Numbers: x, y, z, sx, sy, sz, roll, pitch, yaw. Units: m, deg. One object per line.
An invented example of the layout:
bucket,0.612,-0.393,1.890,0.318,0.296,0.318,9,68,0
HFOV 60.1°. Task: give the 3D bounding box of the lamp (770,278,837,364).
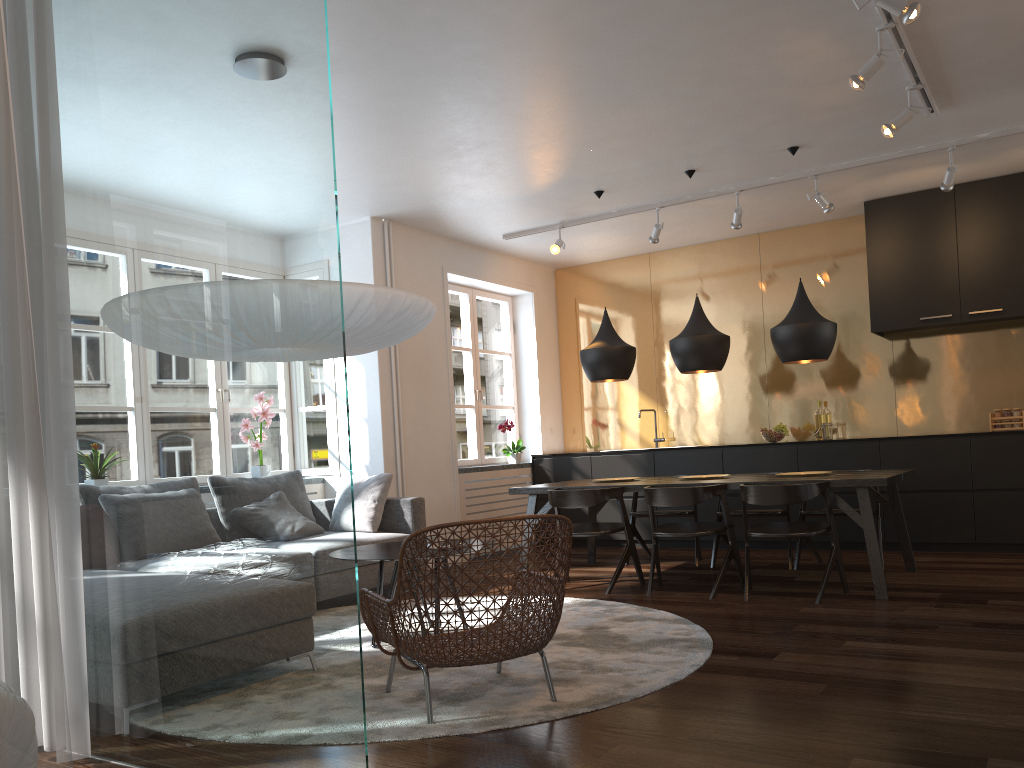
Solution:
lamp,1.872,-0.412,5.695,0.410,0.540,0.412,-3,-2,-10

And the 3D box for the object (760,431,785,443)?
object,2.233,0.451,7.545,0.218,0.097,0.219,-2,-4,-10

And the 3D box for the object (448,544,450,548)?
object,-0.321,0.825,4.520,0.026,0.010,0.124,-3,-4,-2

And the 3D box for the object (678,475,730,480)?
object,1.325,0.642,6.086,0.356,0.016,0.356,-4,-4,13

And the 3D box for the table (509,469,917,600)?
table,1.338,0.987,6.046,2.507,0.678,1.106,-6,-4,32

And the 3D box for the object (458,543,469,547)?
object,-0.235,0.815,4.478,0.015,0.015,0.168,-4,-4,19

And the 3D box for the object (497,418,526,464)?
object,0.006,0.545,8.440,0.230,0.436,0.406,-3,-2,8

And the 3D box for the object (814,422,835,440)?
object,2.652,0.397,7.498,0.177,0.151,0.088,-4,-1,10

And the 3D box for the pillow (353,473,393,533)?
pillow,-1.103,0.847,6.274,0.495,0.414,0.286,-5,-2,31

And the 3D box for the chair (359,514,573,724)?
chair,-0.161,0.842,3.349,0.717,0.709,0.688,-2,-2,-25

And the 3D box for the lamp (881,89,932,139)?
lamp,2.101,-1.444,4.724,0.251,0.239,0.085,-4,-1,14

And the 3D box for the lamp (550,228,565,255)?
lamp,0.374,-1.163,7.235,0.085,0.239,0.251,-3,-2,19

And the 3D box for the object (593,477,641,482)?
object,0.762,0.699,6.444,0.357,0.016,0.356,-6,-5,36

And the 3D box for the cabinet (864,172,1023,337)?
cabinet,3.794,-1.013,6.757,1.960,1.049,0.531,-5,-2,32

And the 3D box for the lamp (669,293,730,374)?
lamp,1.283,-0.352,6.069,0.411,0.540,0.411,-3,-2,9

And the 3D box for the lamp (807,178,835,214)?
lamp,2.940,-0.547,6.588,1.832,1.846,0.089,-2,0,-24

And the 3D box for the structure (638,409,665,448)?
structure,1.327,0.430,8.387,0.265,0.385,0.110,-2,-1,-42

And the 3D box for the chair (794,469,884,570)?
chair,2.313,0.951,6.213,0.594,0.670,0.519,-4,-2,32

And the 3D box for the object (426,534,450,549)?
object,-0.379,0.793,4.440,0.139,0.069,0.091,-6,-4,44

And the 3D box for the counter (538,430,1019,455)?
counter,2.512,0.483,7.507,5.073,0.002,0.732,-6,-5,32

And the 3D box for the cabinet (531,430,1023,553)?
cabinet,2.537,0.931,7.507,5.076,0.899,0.732,-6,-3,32

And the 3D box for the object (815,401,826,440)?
object,2.675,0.315,7.670,0.092,0.339,0.092,-3,0,-1

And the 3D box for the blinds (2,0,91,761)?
blinds,-2.156,-0.106,3.286,1.812,2.733,0.152,-4,0,34

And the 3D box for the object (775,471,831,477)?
object,1.888,0.585,5.728,0.357,0.016,0.356,-6,-5,36

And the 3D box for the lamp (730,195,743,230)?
lamp,1.689,-1.284,6.577,0.085,0.239,0.251,-3,-2,-2

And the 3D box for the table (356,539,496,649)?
table,-0.490,1.076,4.526,0.849,0.472,0.847,-5,-4,34

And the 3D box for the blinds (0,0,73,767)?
blinds,-1.365,-0.329,0.864,0.154,2.732,1.806,-3,-1,34

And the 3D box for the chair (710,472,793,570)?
chair,1.800,1.003,6.539,0.594,0.670,0.519,-4,-2,30

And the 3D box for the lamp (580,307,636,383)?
lamp,0.695,-0.292,6.443,0.410,0.540,0.412,-2,-2,-24

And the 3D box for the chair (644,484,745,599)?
chair,1.098,0.966,5.521,0.594,0.670,0.519,-4,-2,33

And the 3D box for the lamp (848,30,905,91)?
lamp,1.655,-1.474,4.015,0.252,0.238,0.085,-5,-1,38

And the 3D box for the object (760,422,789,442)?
object,2.233,0.412,7.527,0.240,0.173,0.178,-4,-2,17

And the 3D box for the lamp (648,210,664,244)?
lamp,1.145,-1.230,6.913,0.085,0.238,0.252,-3,-2,-17

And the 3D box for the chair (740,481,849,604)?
chair,1.614,0.914,5.193,0.594,0.670,0.519,-4,-2,30

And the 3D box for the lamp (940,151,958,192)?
lamp,2.894,-1.406,5.814,0.085,0.239,0.251,-3,-2,3

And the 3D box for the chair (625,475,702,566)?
chair,1.216,1.065,6.944,0.594,0.670,0.519,-4,-2,28

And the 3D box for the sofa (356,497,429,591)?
sofa,-1.423,1.064,4.987,2.044,0.671,3.067,-6,-5,32

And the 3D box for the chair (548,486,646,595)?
chair,0.519,1.025,5.882,0.594,0.670,0.519,-4,-2,31

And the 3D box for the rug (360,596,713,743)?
rug,-0.466,1.295,4.365,2.840,0.012,2.842,-4,-4,12

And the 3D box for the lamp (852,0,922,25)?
lamp,1.448,-1.506,3.413,0.250,0.240,0.085,-3,0,-2

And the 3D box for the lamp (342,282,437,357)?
lamp,-1.079,-0.238,4.076,1.469,0.209,1.475,-2,-4,-21
